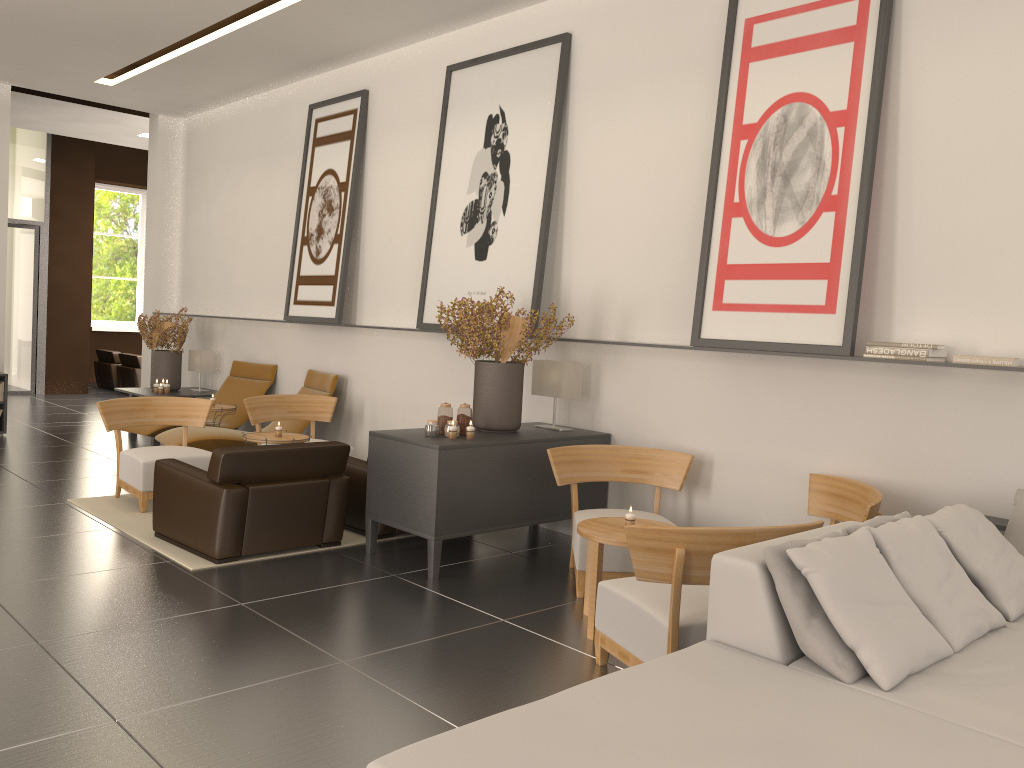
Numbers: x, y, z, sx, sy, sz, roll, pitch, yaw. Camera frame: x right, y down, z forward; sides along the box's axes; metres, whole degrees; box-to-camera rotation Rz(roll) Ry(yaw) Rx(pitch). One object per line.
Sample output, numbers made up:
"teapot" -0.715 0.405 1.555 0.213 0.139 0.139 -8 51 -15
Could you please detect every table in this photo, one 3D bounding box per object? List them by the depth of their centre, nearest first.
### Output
"table" 0.932 1.552 7.065 0.870 0.802 0.870 6 4 39
"table" -2.866 1.051 10.732 0.797 0.903 0.798 2 3 -21
"table" -4.703 0.768 13.781 0.798 0.903 0.798 4 3 24
"table" -6.206 0.552 16.295 1.600 0.839 1.602 0 5 -43

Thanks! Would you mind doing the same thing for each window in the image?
"window" -7.300 -4.713 18.255 99.119 20.563 48.673 -1 5 -43
"window" -15.490 -3.359 18.889 10.309 7.374 0.100 0 4 -43

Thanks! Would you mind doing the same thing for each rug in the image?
"rug" -2.664 1.521 10.711 4.000 0.010 3.561 -1 5 -43

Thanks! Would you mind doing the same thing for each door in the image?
"door" -13.019 -1.863 21.786 2.377 4.265 0.100 1 3 -28

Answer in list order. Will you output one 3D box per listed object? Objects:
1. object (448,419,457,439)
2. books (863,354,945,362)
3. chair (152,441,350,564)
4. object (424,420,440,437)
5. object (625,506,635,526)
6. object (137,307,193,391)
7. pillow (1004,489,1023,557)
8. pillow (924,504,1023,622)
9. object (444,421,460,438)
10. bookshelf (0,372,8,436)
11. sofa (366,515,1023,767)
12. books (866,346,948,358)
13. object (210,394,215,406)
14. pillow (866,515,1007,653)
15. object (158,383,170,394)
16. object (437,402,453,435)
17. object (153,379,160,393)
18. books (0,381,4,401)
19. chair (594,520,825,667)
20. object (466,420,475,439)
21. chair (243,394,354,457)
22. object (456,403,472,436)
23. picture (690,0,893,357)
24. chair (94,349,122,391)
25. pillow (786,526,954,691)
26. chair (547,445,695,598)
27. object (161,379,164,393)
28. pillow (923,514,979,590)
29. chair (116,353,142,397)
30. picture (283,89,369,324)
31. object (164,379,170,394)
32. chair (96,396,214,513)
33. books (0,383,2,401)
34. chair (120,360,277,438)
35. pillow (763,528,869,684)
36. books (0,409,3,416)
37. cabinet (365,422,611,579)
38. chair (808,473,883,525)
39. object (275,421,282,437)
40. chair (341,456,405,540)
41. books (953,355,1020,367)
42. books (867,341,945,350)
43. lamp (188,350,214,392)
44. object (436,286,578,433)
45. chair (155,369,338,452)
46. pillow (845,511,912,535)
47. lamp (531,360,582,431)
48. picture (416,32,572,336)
"object" -0.574 0.438 8.592 0.076 0.187 0.076 2 3 -27
"books" 3.175 -0.213 7.181 0.376 0.032 0.504 -1 5 -43
"chair" -2.642 1.087 9.105 1.538 1.075 1.501 0 5 -43
"object" -0.780 0.435 8.697 0.157 0.158 0.158 4 3 20
"object" 0.940 1.058 7.041 0.080 0.187 0.080 4 3 11
"object" -6.420 -0.658 16.301 0.927 1.552 1.588 2 3 -15
"pillow" 3.779 1.097 5.995 0.643 0.657 0.884 0 5 -44
"pillow" 3.067 1.117 5.735 0.797 0.580 0.626 0 5 -42
"object" -0.588 0.443 8.725 0.157 0.158 0.158 4 3 20
"bookshelf" -10.127 0.345 14.592 3.080 1.078 0.741 0 5 -43
"sofa" 3.341 1.728 3.129 5.525 1.204 5.610 -1 5 -43
"books" 3.195 -0.259 7.178 0.391 0.063 0.498 -1 5 -43
"object" -4.645 0.246 13.761 0.080 0.187 0.080 4 3 11
"pillow" 2.443 1.118 5.136 0.801 0.595 0.596 0 5 -43
"object" -6.174 0.075 15.752 0.111 0.187 0.207 5 4 34
"object" -0.671 0.343 8.904 0.158 0.325 0.157 5 4 38
"object" -6.316 0.034 15.767 0.108 0.254 0.108 4 3 11
"books" -8.908 0.122 15.465 0.022 0.338 0.253 0 4 -43
"chair" 1.248 1.433 5.920 1.451 1.225 1.152 2 3 -18
"object" -0.405 0.443 8.647 0.080 0.187 0.080 1 3 -34
"chair" -2.868 0.801 12.087 1.452 1.225 1.152 0 4 -43
"object" -0.480 0.351 8.932 0.157 0.325 0.158 3 3 -6
"picture" 2.486 -2.036 7.989 0.384 3.490 1.602 0 4 -43
"chair" -10.897 -0.407 25.211 1.499 1.075 1.539 0 5 -43
"pillow" 1.851 1.122 4.577 0.801 0.598 0.586 0 5 -44
"chair" 1.047 1.261 8.356 1.452 1.225 1.152 3 3 -3
"object" -6.244 0.031 15.870 0.104 0.254 0.104 3 3 7
"pillow" 3.018 1.155 5.896 0.918 0.510 0.616 0 5 -41
"chair" -9.676 -0.258 23.912 1.499 1.075 1.539 0 5 -43
"picture" -2.900 -2.694 13.718 0.384 3.490 1.602 0 4 -43
"object" -6.146 0.041 15.792 0.104 0.254 0.104 3 3 7
"chair" -4.223 0.815 10.813 1.452 1.225 1.152 0 4 -43
"books" -8.945 0.138 15.451 0.048 0.305 0.226 0 4 -43
"chair" -5.219 0.390 14.611 1.300 1.485 2.421 5 4 37
"pillow" 1.755 1.131 4.683 0.919 0.576 0.550 0 5 -43
"books" -9.004 0.624 15.467 0.156 0.371 0.252 0 4 -43
"cabinet" -0.207 1.124 9.321 2.400 1.239 1.121 0 5 -43
"chair" 2.309 1.402 7.214 1.151 1.225 1.453 3 3 2
"object" -2.816 0.543 10.708 0.076 0.187 0.076 3 3 -4
"chair" -1.341 1.074 10.329 1.538 1.075 1.501 0 5 -43
"books" 3.597 -0.176 6.725 0.407 0.064 0.301 6 5 37
"books" 3.184 -0.310 7.168 0.526 0.040 0.299 6 5 37
"lamp" -5.825 -0.245 16.578 0.257 0.755 0.515 0 4 -43
"object" 0.059 -0.275 9.538 1.421 1.552 1.438 1 4 -31
"chair" -3.950 0.545 13.262 2.421 1.485 1.301 1 4 -33
"pillow" 2.396 1.124 5.280 0.919 0.591 0.558 0 5 -44
"lamp" 0.484 0.125 9.856 0.257 0.757 0.515 0 4 -43
"picture" -0.288 -2.375 10.940 0.384 3.490 2.195 0 4 -43
